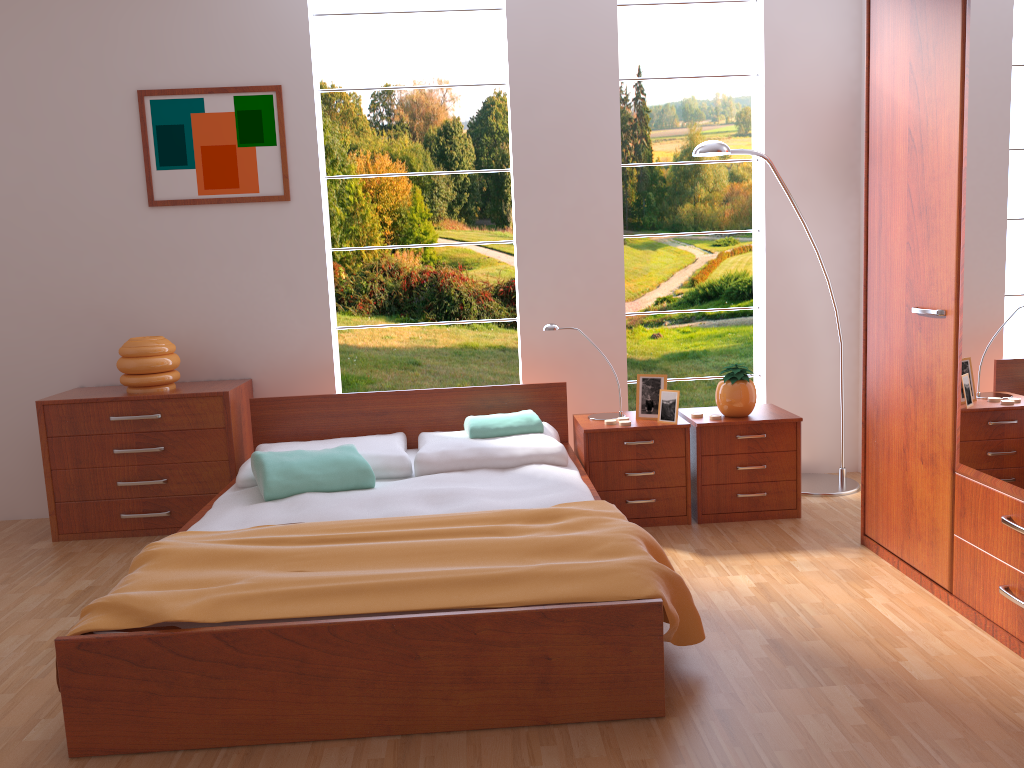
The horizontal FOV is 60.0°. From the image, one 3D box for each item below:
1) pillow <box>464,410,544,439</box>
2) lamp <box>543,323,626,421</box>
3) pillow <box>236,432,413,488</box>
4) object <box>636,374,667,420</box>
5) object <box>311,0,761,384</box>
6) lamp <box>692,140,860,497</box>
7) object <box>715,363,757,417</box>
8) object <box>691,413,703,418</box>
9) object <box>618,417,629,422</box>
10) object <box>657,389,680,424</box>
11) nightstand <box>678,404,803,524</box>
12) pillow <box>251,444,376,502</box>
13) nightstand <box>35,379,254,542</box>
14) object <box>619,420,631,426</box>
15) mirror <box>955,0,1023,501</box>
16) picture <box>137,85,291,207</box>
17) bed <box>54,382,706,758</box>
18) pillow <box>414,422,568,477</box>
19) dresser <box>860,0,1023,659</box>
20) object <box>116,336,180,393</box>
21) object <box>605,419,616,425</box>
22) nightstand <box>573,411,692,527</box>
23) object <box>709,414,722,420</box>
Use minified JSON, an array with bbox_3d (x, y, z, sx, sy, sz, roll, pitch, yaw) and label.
[{"bbox_3d":[-0.040,0.184,3.807,0.322,0.116,0.276,-3,8,-6],"label":"pillow"},{"bbox_3d":[0.317,-0.055,3.795,0.337,0.421,0.163,-5,8,-15],"label":"lamp"},{"bbox_3d":[-0.769,0.322,3.694,0.682,0.157,0.574,-4,8,-9],"label":"pillow"},{"bbox_3d":[0.589,0.056,3.750,0.131,0.191,0.037,1,9,27],"label":"object"},{"bbox_3d":[0.201,-0.873,4.257,2.205,1.815,0.033,-3,8,-3],"label":"object"},{"bbox_3d":[1.224,-0.278,3.986,0.799,1.603,0.387,-7,9,-29],"label":"lamp"},{"bbox_3d":[0.945,0.026,3.741,0.169,0.223,0.170,-6,9,-23],"label":"object"},{"bbox_3d":[0.786,0.134,3.766,0.049,0.018,0.049,-5,8,-16],"label":"object"},{"bbox_3d":[0.470,0.152,3.742,0.049,0.018,0.049,-5,8,-16],"label":"object"},{"bbox_3d":[0.645,0.093,3.651,0.094,0.137,0.027,5,11,42],"label":"object"},{"bbox_3d":[0.973,0.344,3.841,0.439,0.442,0.377,-3,8,-3],"label":"nightstand"},{"bbox_3d":[-0.751,0.328,3.344,0.425,0.164,0.334,-6,9,-26],"label":"pillow"},{"bbox_3d":[-1.615,0.335,4.019,0.815,0.626,0.428,-3,8,-3],"label":"nightstand"},{"bbox_3d":[0.467,0.163,3.659,0.049,0.018,0.049,-5,8,-16],"label":"object"},{"bbox_3d":[1.331,-0.453,2.242,0.037,1.556,0.681,-3,8,-3],"label":"mirror"},{"bbox_3d":[-1.358,-1.087,4.060,0.645,0.517,0.030,-3,8,-3],"label":"picture"},{"bbox_3d":[-0.328,0.433,3.077,1.632,0.560,1.990,-3,8,-3],"label":"bed"},{"bbox_3d":[-0.090,0.284,3.744,0.630,0.182,0.574,-3,8,-4],"label":"pillow"},{"bbox_3d":[1.548,-0.249,2.235,0.487,2.004,2.017,-3,8,-3],"label":"dresser"},{"bbox_3d":[-1.620,-0.089,3.958,0.264,0.244,0.264,-1,8,14],"label":"object"},{"bbox_3d":[0.411,0.161,3.697,0.049,0.018,0.049,-5,8,-16],"label":"object"},{"bbox_3d":[0.510,0.368,3.820,0.439,0.442,0.377,-3,8,-3],"label":"nightstand"},{"bbox_3d":[0.850,0.140,3.702,0.049,0.018,0.049,-5,8,-16],"label":"object"}]
